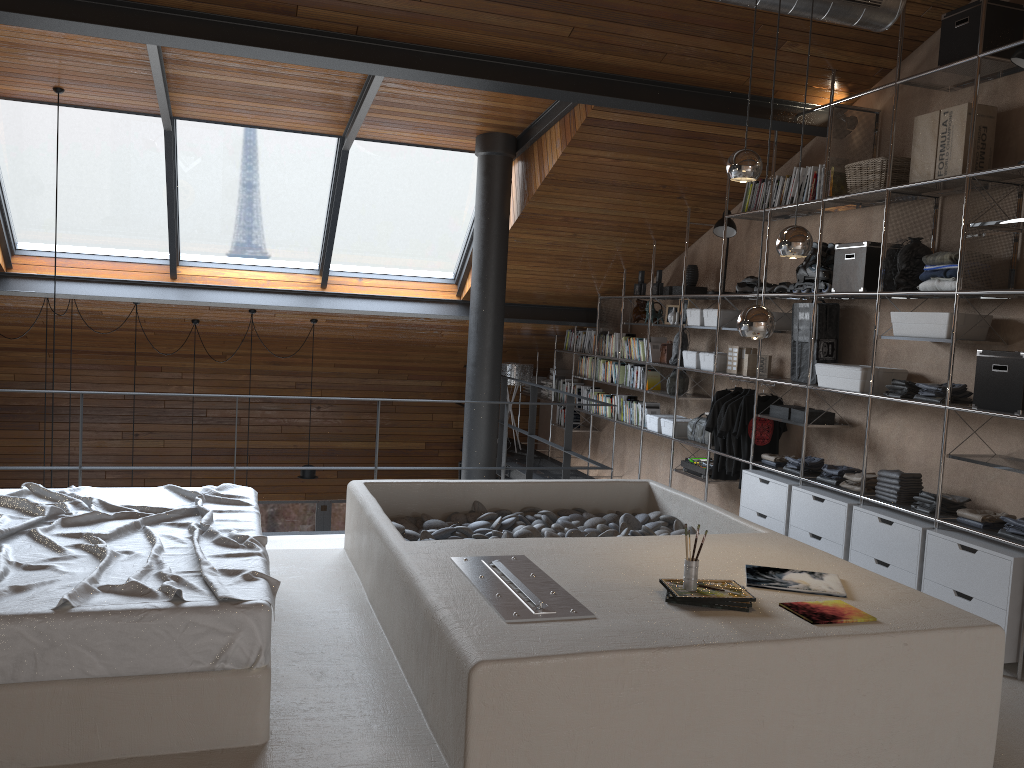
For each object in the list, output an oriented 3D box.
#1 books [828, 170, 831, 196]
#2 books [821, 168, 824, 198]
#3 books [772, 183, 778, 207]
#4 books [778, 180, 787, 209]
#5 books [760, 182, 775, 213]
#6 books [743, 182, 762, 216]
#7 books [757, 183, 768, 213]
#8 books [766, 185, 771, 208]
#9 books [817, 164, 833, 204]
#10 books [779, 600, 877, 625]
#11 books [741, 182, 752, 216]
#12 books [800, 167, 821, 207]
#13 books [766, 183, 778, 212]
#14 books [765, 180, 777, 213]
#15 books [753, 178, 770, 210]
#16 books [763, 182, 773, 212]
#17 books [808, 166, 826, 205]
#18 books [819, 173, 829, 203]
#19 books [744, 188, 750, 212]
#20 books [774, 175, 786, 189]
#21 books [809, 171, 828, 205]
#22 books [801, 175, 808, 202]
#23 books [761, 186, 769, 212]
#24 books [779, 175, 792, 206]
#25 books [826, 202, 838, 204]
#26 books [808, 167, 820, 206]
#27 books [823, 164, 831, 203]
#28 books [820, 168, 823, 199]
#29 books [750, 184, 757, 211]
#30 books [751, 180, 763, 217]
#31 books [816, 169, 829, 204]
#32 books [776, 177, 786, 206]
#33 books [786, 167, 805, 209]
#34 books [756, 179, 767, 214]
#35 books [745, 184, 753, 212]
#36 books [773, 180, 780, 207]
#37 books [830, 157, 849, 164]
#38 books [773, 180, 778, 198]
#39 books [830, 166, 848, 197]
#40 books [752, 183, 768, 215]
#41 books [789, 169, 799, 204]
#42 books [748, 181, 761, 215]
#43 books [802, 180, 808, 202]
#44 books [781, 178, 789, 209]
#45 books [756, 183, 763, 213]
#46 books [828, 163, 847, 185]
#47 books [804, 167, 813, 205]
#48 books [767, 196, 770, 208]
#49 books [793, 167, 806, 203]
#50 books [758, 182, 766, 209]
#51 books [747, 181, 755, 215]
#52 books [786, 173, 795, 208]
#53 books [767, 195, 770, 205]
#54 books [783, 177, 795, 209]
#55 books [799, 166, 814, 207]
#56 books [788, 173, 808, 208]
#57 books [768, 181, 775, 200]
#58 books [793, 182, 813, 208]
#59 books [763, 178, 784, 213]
[{"bbox_3d":[2.036,-1.235,5.538,0.131,0.181,0.014,2,4,-18],"label":"books"},{"bbox_3d":[2.020,-1.252,5.592,0.148,0.206,0.018,2,4,-18],"label":"books"},{"bbox_3d":[1.843,-1.282,6.070,0.112,0.173,0.054,2,4,-18],"label":"books"},{"bbox_3d":[1.882,-1.285,6.019,0.120,0.186,0.064,2,4,-18],"label":"books"},{"bbox_3d":[1.810,-1.306,6.206,0.127,0.197,0.063,2,4,-18],"label":"books"},{"bbox_3d":[1.773,-1.338,6.423,0.169,0.229,0.077,2,4,-18],"label":"books"},{"bbox_3d":[1.810,-1.308,6.242,0.139,0.199,0.074,2,4,-18],"label":"books"},{"bbox_3d":[1.820,-1.288,6.138,0.112,0.173,0.054,2,4,-18],"label":"books"},{"bbox_3d":[2.012,-1.271,5.649,0.148,0.234,0.013,2,4,-18],"label":"books"},{"bbox_3d":[1.060,0.767,2.985,0.251,0.013,0.188,2,4,-18],"label":"books"},{"bbox_3d":[1.749,-1.342,6.444,0.148,0.229,0.073,2,4,-18],"label":"books"},{"bbox_3d":[1.992,-1.288,5.803,0.191,0.244,0.075,2,4,-18],"label":"books"},{"bbox_3d":[1.823,-1.292,6.148,0.117,0.180,0.059,2,4,-18],"label":"books"},{"bbox_3d":[1.831,-1.316,6.232,0.177,0.214,0.064,2,4,-18],"label":"books"},{"bbox_3d":[1.797,-1.331,6.289,0.143,0.233,0.081,2,4,-18],"label":"books"},{"bbox_3d":[1.823,-1.305,6.179,0.125,0.204,0.072,2,4,-18],"label":"books"},{"bbox_3d":[1.984,-1.278,5.719,0.148,0.234,0.033,2,4,-18],"label":"books"},{"bbox_3d":[2.012,-1.241,5.626,0.128,0.176,0.009,2,4,-18],"label":"books"},{"bbox_3d":[1.756,-1.321,6.411,0.131,0.178,0.057,2,4,-18],"label":"books"},{"bbox_3d":[1.843,-1.309,6.084,0.122,0.227,0.076,2,4,-18],"label":"books"},{"bbox_3d":[1.989,-1.258,5.694,0.143,0.199,0.054,2,4,-18],"label":"books"},{"bbox_3d":[1.958,-1.262,5.777,0.131,0.178,0.057,2,4,-18],"label":"books"},{"bbox_3d":[1.807,-1.291,6.197,0.119,0.169,0.058,2,4,-18],"label":"books"},{"bbox_3d":[1.886,-1.294,5.987,0.133,0.215,0.070,2,4,-18],"label":"books"},{"bbox_3d":[2.026,-1.260,5.641,0.136,0.213,0.014,2,4,-18],"label":"books"},{"bbox_3d":[1.975,-1.287,5.782,0.148,0.229,0.073,2,4,-18],"label":"books"},{"bbox_3d":[2.022,-1.267,5.615,0.129,0.231,0.010,2,4,-18],"label":"books"},{"bbox_3d":[2.009,-1.253,5.602,0.130,0.208,0.010,2,4,-18],"label":"books"},{"bbox_3d":[1.778,-1.318,6.332,0.130,0.202,0.063,2,4,-18],"label":"books"},{"bbox_3d":[1.783,-1.352,6.463,0.206,0.249,0.074,2,4,-18],"label":"books"},{"bbox_3d":[2.012,-1.258,5.665,0.148,0.206,0.014,2,4,-18],"label":"books"},{"bbox_3d":[1.872,-1.293,6.030,0.131,0.202,0.068,2,4,-18],"label":"books"},{"bbox_3d":[1.923,-1.311,5.937,0.143,0.264,0.088,2,4,-18],"label":"books"},{"bbox_3d":[1.805,-1.325,6.277,0.129,0.226,0.069,2,4,-18],"label":"books"},{"bbox_3d":[1.767,-1.331,6.398,0.149,0.202,0.067,2,4,-18],"label":"books"},{"bbox_3d":[1.861,-1.290,6.058,0.138,0.189,0.065,2,4,-18],"label":"books"},{"bbox_3d":[2.039,-1.281,5.565,0.143,0.268,0.020,2,4,-18],"label":"books"},{"bbox_3d":[1.839,-1.293,6.074,0.111,0.194,0.059,2,4,-18],"label":"books"},{"bbox_3d":[2.044,-1.244,5.522,0.129,0.203,0.021,2,4,-18],"label":"books"},{"bbox_3d":[1.793,-1.319,6.323,0.146,0.208,0.071,2,4,-18],"label":"books"},{"bbox_3d":[1.919,-1.295,5.853,0.148,0.229,0.073,2,4,-18],"label":"books"},{"bbox_3d":[1.788,-1.332,6.358,0.160,0.228,0.080,2,4,-18],"label":"books"},{"bbox_3d":[1.971,-1.270,5.766,0.137,0.197,0.063,2,4,-18],"label":"books"},{"bbox_3d":[1.891,-1.282,5.978,0.126,0.194,0.064,2,4,-18],"label":"books"},{"bbox_3d":[1.797,-1.310,6.257,0.127,0.197,0.063,2,4,-18],"label":"books"},{"bbox_3d":[2.025,-1.262,5.545,0.129,0.231,0.010,2,4,-18],"label":"books"},{"bbox_3d":[1.972,-1.279,5.739,0.148,0.233,0.053,2,4,-18],"label":"books"},{"bbox_3d":[1.824,-1.285,6.111,0.111,0.171,0.056,2,4,-18],"label":"books"},{"bbox_3d":[1.933,-1.292,5.810,0.148,0.229,0.073,2,4,-18],"label":"books"},{"bbox_3d":[1.799,-1.307,6.215,0.127,0.197,0.063,2,4,-18],"label":"books"},{"bbox_3d":[1.780,-1.336,6.384,0.148,0.229,0.073,2,4,-18],"label":"books"},{"bbox_3d":[1.908,-1.288,5.923,0.117,0.218,0.073,2,4,-18],"label":"books"},{"bbox_3d":[1.824,-1.287,6.121,0.112,0.174,0.054,2,4,-18],"label":"books"},{"bbox_3d":[1.895,-1.285,5.961,0.123,0.201,0.071,2,4,-18],"label":"books"},{"bbox_3d":[1.984,-1.292,5.812,0.191,0.249,0.077,2,4,-18],"label":"books"},{"bbox_3d":[1.926,-1.283,5.893,0.155,0.212,0.073,2,4,-18],"label":"books"},{"bbox_3d":[1.828,-1.298,6.127,0.111,0.194,0.059,2,4,-18],"label":"books"},{"bbox_3d":[1.946,-1.280,5.854,0.164,0.214,0.066,2,4,-18],"label":"books"},{"bbox_3d":[1.840,-1.311,6.162,0.161,0.220,0.074,2,4,-18],"label":"books"}]
